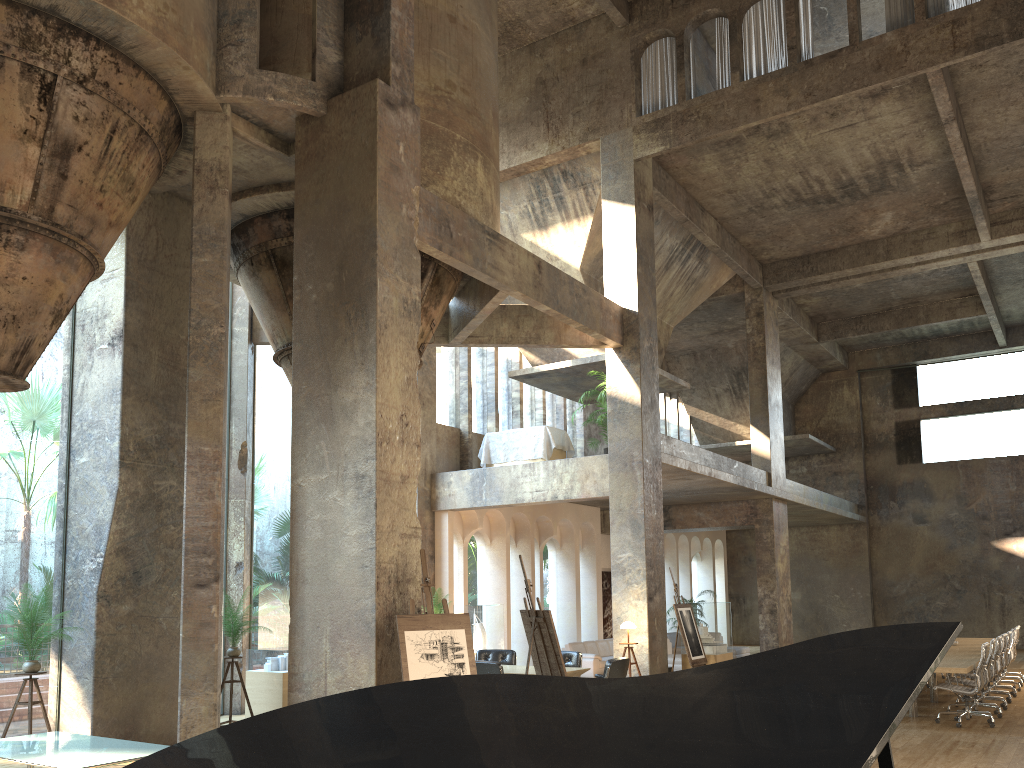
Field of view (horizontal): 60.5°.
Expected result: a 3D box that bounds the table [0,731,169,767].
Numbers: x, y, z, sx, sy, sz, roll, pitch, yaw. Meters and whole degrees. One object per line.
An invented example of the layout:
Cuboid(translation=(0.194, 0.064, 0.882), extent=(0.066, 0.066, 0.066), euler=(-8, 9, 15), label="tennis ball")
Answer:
Cuboid(translation=(-3.509, 3.115, 6.854), extent=(1.885, 0.536, 0.953), euler=(-9, -15, 33), label="table")

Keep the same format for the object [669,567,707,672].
Cuboid(translation=(2.713, 3.909, 13.645), extent=(0.688, 2.109, 0.709), euler=(-5, -8, 32), label="object")

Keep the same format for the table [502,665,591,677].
Cuboid(translation=(-0.233, 4.277, 12.128), extent=(2.428, 0.687, 1.119), euler=(-9, -14, 33), label="table")

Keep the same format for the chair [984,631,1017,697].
Cuboid(translation=(7.728, 4.503, 14.166), extent=(0.705, 1.007, 0.672), euler=(-8, -11, 38), label="chair")

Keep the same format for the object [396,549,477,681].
Cuboid(translation=(-0.651, 2.471, 7.544), extent=(0.704, 2.109, 0.693), euler=(3, -8, -30), label="object")

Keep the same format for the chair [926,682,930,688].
Cuboid(translation=(7.000, 4.861, 15.597), extent=(0.705, 1.007, 0.672), euler=(-8, -11, 38), label="chair")

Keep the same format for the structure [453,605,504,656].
Cuboid(translation=(-0.590, 4.739, 15.750), extent=(0.598, 1.520, 0.752), euler=(-6, -9, 33), label="structure")

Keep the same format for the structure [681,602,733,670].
Cuboid(translation=(3.190, 4.351, 14.368), extent=(0.598, 1.520, 0.752), euler=(-6, -9, 33), label="structure")

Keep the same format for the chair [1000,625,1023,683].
Cuboid(translation=(9.156, 5.025, 16.393), extent=(0.705, 1.007, 0.672), euler=(-8, -11, 38), label="chair")

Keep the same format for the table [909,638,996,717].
Cuboid(translation=(6.868, 4.618, 14.050), extent=(1.613, 0.744, 7.817), euler=(-9, -16, 32), label="table")

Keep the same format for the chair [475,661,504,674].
Cuboid(translation=(-0.150, 3.949, 11.175), extent=(0.736, 0.876, 0.830), euler=(-9, -12, 39), label="chair")

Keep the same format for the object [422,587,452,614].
Cuboid(translation=(-1.395, 4.090, 15.770), extent=(0.690, 0.923, 0.873), euler=(-5, -11, 24), label="object")

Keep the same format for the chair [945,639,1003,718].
Cuboid(translation=(6.244, 3.978, 11.923), extent=(0.704, 1.007, 0.673), euler=(-7, -11, 36), label="chair")

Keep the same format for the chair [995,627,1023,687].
Cuboid(translation=(8.704, 4.853, 15.659), extent=(0.705, 1.007, 0.672), euler=(-8, -11, 41), label="chair")

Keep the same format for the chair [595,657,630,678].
Cuboid(translation=(1.057, 3.958, 11.279), extent=(0.825, 0.877, 0.740), euler=(-6, -11, 29), label="chair")

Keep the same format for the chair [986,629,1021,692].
Cuboid(translation=(8.232, 4.686, 14.947), extent=(0.703, 1.007, 0.674), euler=(-6, -10, 32), label="chair")

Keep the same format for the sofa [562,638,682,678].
Cuboid(translation=(2.548, 5.845, 18.780), extent=(2.080, 0.708, 2.967), euler=(-9, -16, 32), label="sofa")

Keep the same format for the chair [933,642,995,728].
Cuboid(translation=(3.384, 4.221, 12.737), extent=(13.049, 1.013, 31.922), euler=(-9, -16, 32), label="chair")

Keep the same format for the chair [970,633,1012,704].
Cuboid(translation=(7.241, 4.332, 13.435), extent=(0.705, 1.007, 0.672), euler=(-8, -11, 41), label="chair")

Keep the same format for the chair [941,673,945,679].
Cuboid(translation=(8.028, 5.224, 17.148), extent=(0.705, 1.007, 0.672), euler=(-8, -11, 39), label="chair")

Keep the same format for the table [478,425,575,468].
Cuboid(translation=(0.266, 1.301, 16.812), extent=(1.763, 0.787, 1.130), euler=(-9, -14, 33), label="table")

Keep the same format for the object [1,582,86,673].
Cuboid(translation=(-4.862, 2.513, 9.092), extent=(0.864, 0.923, 0.697), euler=(6, -11, -35), label="object")

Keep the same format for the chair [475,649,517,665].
Cuboid(translation=(-0.279, 4.392, 12.990), extent=(0.730, 0.876, 0.837), euler=(-2, -10, 7), label="chair")

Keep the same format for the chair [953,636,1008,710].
Cuboid(translation=(6.748, 4.157, 12.687), extent=(0.705, 1.007, 0.672), euler=(-8, -11, 38), label="chair")

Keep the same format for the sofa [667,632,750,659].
Cuboid(translation=(4.863, 6.664, 22.274), extent=(2.083, 0.708, 1.085), euler=(-9, -14, 32), label="sofa")

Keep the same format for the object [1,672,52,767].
Cuboid(translation=(-4.882, 3.455, 9.042), extent=(0.661, 0.955, 0.579), euler=(-5, -9, 27), label="object")

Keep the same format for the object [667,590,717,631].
Cuboid(translation=(4.884, 6.514, 23.942), extent=(1.414, 1.781, 1.370), euler=(-8, -12, 39), label="object")

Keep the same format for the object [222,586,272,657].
Cuboid(translation=(-3.490, 2.989, 11.125), extent=(0.865, 0.923, 0.696), euler=(-8, -11, 36), label="object")

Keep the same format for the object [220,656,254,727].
Cuboid(translation=(-3.563, 3.955, 11.174), extent=(0.659, 0.955, 0.580), euler=(2, -9, -20), label="object")

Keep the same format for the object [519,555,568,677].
Cuboid(translation=(0.302, 2.854, 9.172), extent=(0.686, 2.109, 0.712), euler=(2, -8, -25), label="object")

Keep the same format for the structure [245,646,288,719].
Cuboid(translation=(-3.125, 4.151, 12.093), extent=(0.740, 0.996, 0.753), euler=(-7, -11, 33), label="structure")

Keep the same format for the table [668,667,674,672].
Cuboid(translation=(2.705, 5.891, 17.895), extent=(0.796, 0.199, 1.125), euler=(-9, -16, 32), label="table")

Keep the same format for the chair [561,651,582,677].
Cuboid(translation=(0.581, 4.252, 12.462), extent=(0.733, 0.876, 0.833), euler=(-6, -11, 27), label="chair")

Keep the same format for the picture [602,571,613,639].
Cuboid(translation=(2.664, 5.743, 22.753), extent=(0.070, 1.739, 1.522), euler=(-5, -10, 33), label="picture")

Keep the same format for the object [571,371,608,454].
Cuboid(translation=(1.839, 0.509, 15.727), extent=(1.414, 1.777, 1.370), euler=(-8, -12, 39), label="object")

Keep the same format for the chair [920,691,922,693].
Cuboid(translation=(6.507, 4.686, 14.848), extent=(0.705, 1.007, 0.672), euler=(-8, -11, 41), label="chair")

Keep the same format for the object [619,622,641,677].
Cuboid(translation=(1.692, 4.252, 13.321), extent=(0.574, 1.274, 0.666), euler=(-6, -9, 33), label="object")
